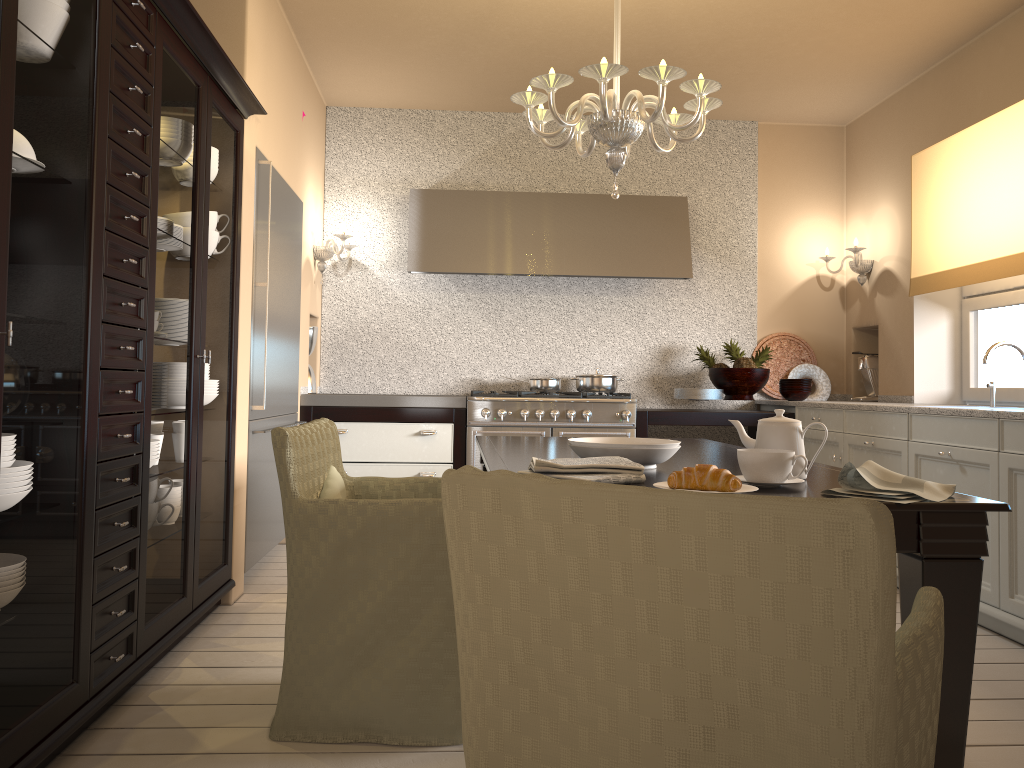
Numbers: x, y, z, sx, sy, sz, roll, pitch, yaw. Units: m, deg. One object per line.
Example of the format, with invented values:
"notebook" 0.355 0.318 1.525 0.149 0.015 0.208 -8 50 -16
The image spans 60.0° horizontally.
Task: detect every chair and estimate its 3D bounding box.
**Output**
"chair" -0.317 0.502 2.323 0.561 0.802 0.563 1 -2 2
"chair" 0.256 0.507 1.177 0.563 0.802 0.561 0 -2 32

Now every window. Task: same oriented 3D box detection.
"window" 2.604 -0.573 3.100 0.047 1.355 3.564 1 0 -4

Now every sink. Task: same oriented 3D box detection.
"sink" 1.952 0.058 3.680 0.458 0.482 0.538 1 -1 -4

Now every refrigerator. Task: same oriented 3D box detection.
"refrigerator" -1.407 -0.109 4.129 0.741 1.737 1.102 1 -2 -4

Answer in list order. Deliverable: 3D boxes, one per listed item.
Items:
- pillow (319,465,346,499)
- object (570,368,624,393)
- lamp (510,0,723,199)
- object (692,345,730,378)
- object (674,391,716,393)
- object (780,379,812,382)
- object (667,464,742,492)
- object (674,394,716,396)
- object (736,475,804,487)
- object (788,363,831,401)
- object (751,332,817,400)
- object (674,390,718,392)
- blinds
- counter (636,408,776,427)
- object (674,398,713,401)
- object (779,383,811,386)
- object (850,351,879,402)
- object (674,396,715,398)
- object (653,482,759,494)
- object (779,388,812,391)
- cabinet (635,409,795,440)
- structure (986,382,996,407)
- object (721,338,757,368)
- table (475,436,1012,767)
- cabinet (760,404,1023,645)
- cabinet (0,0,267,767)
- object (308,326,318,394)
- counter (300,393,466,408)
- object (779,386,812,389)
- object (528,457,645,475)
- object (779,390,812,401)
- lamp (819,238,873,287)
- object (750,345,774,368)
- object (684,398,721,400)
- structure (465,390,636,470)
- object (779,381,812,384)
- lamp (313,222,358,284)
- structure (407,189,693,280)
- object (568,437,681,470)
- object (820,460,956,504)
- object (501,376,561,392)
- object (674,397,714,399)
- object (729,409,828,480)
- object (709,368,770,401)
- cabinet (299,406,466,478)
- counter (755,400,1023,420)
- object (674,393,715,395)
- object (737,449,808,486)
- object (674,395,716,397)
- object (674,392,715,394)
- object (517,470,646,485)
"pillow" -0.421 0.370 2.344 0.192 0.295 0.440 1 -1 -4
"object" 0.509 -0.023 5.309 0.265 0.146 0.265 0 -1 44
"lamp" 0.347 -1.167 2.919 0.675 1.129 0.700 0 -2 15
"object" 1.209 -0.107 5.331 0.278 0.285 0.138 0 -2 42
"object" 1.072 0.050 5.091 0.278 0.011 0.278 1 0 -16
"object" 1.639 0.002 5.116 0.180 0.065 0.180 1 0 4
"object" 0.361 0.176 1.662 0.138 0.051 0.062 1 -1 15
"object" 1.072 0.067 5.091 0.278 0.011 0.278 1 0 -16
"object" 0.529 0.204 1.846 0.153 0.012 0.154 1 0 -43
"object" 1.862 0.007 5.558 0.282 0.273 0.093 1 -2 -2
"object" 1.728 -0.114 5.627 0.431 0.431 0.064 1 -2 -4
"object" 1.072 0.045 5.092 0.278 0.011 0.278 1 0 -16
"blinds" 2.310 -0.874 3.116 0.022 0.783 3.546 1 0 -4
"counter" 1.113 0.195 5.218 0.765 0.079 0.600 1 0 -4
"object" 1.071 0.089 5.090 0.278 0.011 0.278 1 0 -16
"object" 1.633 0.028 5.115 0.180 0.067 0.180 1 0 -11
"object" 2.286 -0.041 5.419 0.391 0.307 0.382 1 -1 -4
"object" 1.071 0.078 5.090 0.278 0.011 0.278 1 0 -16
"object" 0.364 0.200 1.673 0.194 0.014 0.194 1 0 -28
"object" 1.635 0.057 5.114 0.180 0.063 0.180 1 0 -26
"cabinet" 1.108 0.517 5.205 0.896 0.725 0.599 1 -1 -4
"structure" 2.171 0.058 4.012 0.037 0.135 0.024 1 -2 -4
"object" 1.332 -0.139 5.221 0.160 0.279 0.269 2 -1 -22
"table" 0.371 0.537 2.540 0.918 0.654 1.989 1 0 -4
"cabinet" 2.048 0.503 3.535 0.846 0.772 4.218 1 0 -4
"cabinet" -1.349 -0.162 2.222 0.888 1.842 2.486 1 -1 -4
"object" -1.223 -0.141 5.207 0.155 0.394 0.155 1 -2 -15
"counter" -0.715 0.094 5.105 0.896 0.062 0.600 1 0 -4
"object" 1.635 0.043 5.114 0.180 0.063 0.180 1 0 -26
"object" 0.156 0.183 1.922 0.233 0.051 0.164 1 0 -4
"object" 1.635 0.070 5.113 0.180 0.063 0.180 1 0 -26
"lamp" 2.072 -0.726 5.386 0.264 0.267 0.479 1 -1 -5
"object" 1.455 -0.103 5.325 0.275 0.285 0.138 1 -2 -19
"object" 1.071 0.087 5.089 0.278 0.011 0.278 1 0 -16
"structure" 0.198 0.448 5.098 0.929 0.806 0.704 1 -1 -4
"object" 1.636 0.016 5.116 0.180 0.064 0.180 1 0 4
"lamp" -1.051 -0.751 5.191 0.269 0.341 0.479 1 -1 -5
"structure" 0.217 -0.884 5.351 1.661 0.511 0.479 1 -1 -4
"object" 0.281 0.175 2.225 0.281 0.066 0.281 1 0 -9
"object" 0.726 0.181 1.690 0.204 0.063 0.197 1 -1 -41
"object" 0.128 -0.001 5.334 0.370 0.090 0.198 1 -1 38
"object" 1.071 0.084 5.090 0.278 0.011 0.278 1 0 -16
"object" 0.597 0.134 1.997 0.198 0.156 0.118 1 -2 2
"object" 1.346 0.002 5.252 0.351 0.188 0.351 1 -1 -20
"cabinet" -0.720 0.489 5.075 0.896 0.725 0.636 1 -1 -4
"counter" 1.997 0.092 3.544 0.652 0.068 4.235 1 0 -4
"object" 1.072 0.061 5.091 0.278 0.011 0.278 1 0 -16
"object" 0.533 0.174 1.848 0.125 0.070 0.116 1 -1 -10
"object" 1.071 0.073 5.090 0.278 0.011 0.278 1 0 -16
"object" 1.072 0.056 5.091 0.278 0.011 0.278 1 0 -16
"object" 0.145 0.197 1.887 0.164 0.027 0.232 1 0 -39
